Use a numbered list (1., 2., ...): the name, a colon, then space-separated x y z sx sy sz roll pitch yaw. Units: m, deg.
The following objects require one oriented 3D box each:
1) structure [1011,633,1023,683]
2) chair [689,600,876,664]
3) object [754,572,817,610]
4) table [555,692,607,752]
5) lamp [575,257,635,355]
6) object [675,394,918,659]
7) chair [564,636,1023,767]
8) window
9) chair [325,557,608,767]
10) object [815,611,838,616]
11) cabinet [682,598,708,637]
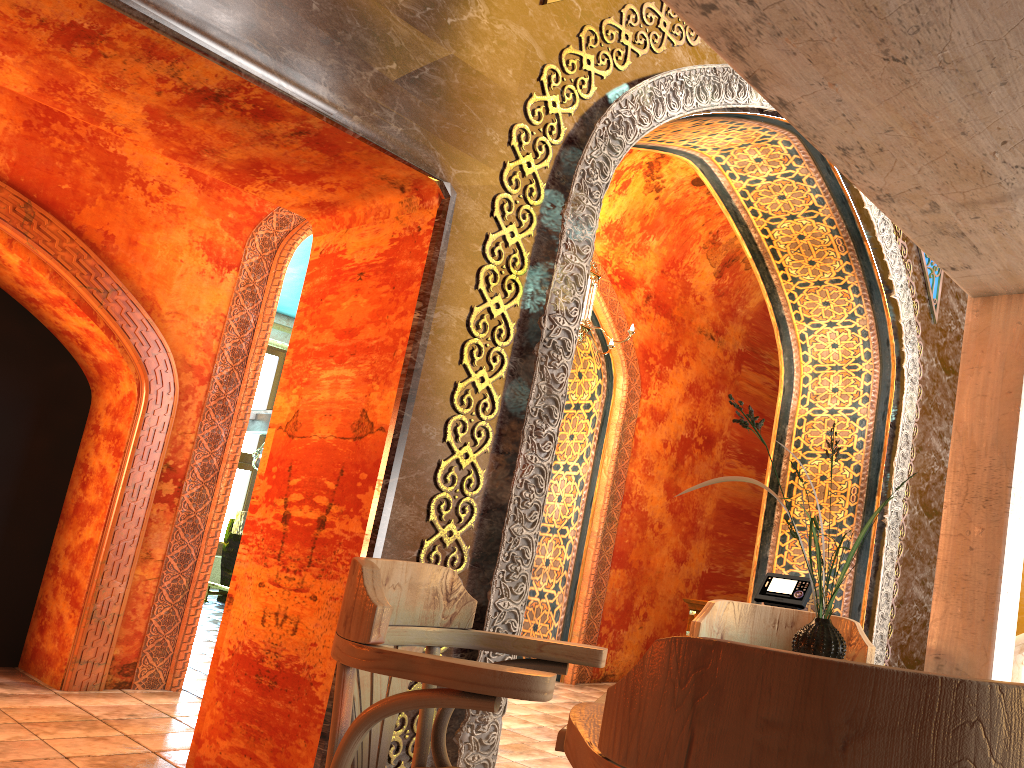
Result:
1. structure: 5.607 1.734 6.265 5.704 3.132 2.081 -1 -15 44
2. chair: 0.808 1.316 2.699 0.780 1.175 0.702 9 -9 4
3. object: 2.261 1.742 7.072 0.411 0.317 0.281 2 -12 33
4. table: 0.605 1.243 1.904 0.970 0.945 1.032 8 -10 10
5. lamp: 0.567 -1.219 7.303 0.990 2.357 1.453 1 -13 45
6. object: 0.621 0.393 1.888 0.728 0.713 0.223 15 -10 -31
7. chair: 0.375 0.956 1.168 0.780 1.175 0.702 9 -9 4
8. window: -4.598 0.914 13.269 0.078 3.408 1.728 1 -13 45
9. chair: -0.132 1.041 1.979 0.680 1.175 0.806 8 -10 10
10. object: 2.519 1.859 6.763 0.447 0.086 0.290 15 -12 -30
11. cabinet: 2.032 2.399 6.990 1.319 1.049 0.557 -1 -14 44
